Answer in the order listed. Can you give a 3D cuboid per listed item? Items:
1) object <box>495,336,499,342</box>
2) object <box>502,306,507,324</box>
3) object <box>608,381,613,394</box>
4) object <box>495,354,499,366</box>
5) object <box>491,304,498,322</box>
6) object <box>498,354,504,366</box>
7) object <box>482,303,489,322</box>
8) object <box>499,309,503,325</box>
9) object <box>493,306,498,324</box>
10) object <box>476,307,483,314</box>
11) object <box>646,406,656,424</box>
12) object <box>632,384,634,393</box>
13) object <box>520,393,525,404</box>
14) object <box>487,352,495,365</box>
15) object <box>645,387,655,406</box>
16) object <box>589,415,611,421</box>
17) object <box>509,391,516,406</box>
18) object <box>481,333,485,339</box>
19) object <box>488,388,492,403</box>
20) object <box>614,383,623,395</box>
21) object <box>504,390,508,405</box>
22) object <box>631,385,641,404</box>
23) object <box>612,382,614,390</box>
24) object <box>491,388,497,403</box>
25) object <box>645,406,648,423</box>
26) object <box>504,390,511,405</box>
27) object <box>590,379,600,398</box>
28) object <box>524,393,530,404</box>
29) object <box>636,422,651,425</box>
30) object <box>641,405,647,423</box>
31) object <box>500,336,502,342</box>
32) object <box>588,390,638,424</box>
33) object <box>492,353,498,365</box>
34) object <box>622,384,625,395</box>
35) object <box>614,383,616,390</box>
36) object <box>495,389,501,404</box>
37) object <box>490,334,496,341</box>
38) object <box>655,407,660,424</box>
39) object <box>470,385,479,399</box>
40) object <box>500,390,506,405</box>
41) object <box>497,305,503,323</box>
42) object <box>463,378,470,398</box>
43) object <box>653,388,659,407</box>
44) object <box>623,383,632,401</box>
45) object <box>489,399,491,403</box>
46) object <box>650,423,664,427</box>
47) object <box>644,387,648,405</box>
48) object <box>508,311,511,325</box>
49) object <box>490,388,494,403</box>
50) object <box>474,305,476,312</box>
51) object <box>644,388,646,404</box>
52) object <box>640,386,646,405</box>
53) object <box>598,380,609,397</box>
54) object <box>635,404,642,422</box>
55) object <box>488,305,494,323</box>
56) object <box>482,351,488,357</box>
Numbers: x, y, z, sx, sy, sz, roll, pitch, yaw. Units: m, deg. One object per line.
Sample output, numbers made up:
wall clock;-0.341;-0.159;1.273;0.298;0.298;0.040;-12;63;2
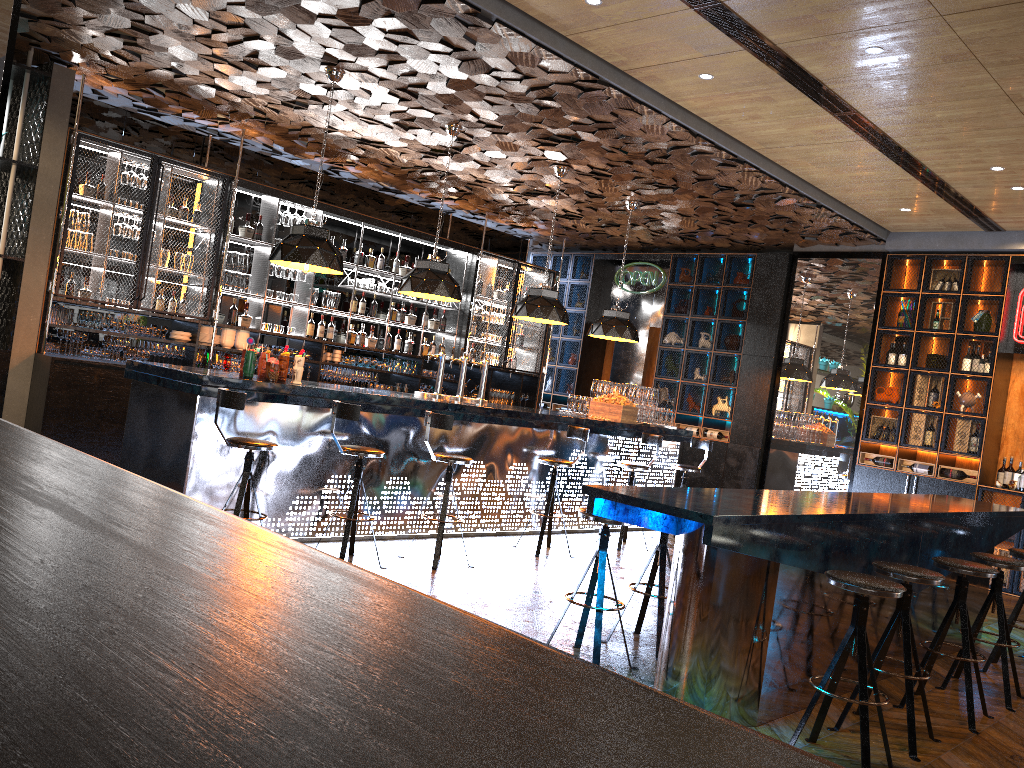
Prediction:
object;-0.224;-0.629;12.455;0.089;0.092;0.089;8;0;28
object;-0.097;-0.949;12.270;0.092;0.244;0.092;8;0;38
object;1.102;0.075;10.141;0.105;0.209;0.105;8;0;-21
object;-0.214;-0.316;12.409;0.105;0.209;0.105;8;0;29
object;-0.240;-0.970;12.119;0.092;0.244;0.092;8;0;38
object;-0.145;-0.306;12.325;0.105;0.209;0.105;8;0;29
object;-0.358;-0.987;12.233;0.092;0.244;0.092;8;0;38
object;-0.145;-0.956;12.459;0.092;0.244;0.092;8;0;38
object;-0.216;-0.967;12.384;0.092;0.244;0.092;8;0;38
object;-0.437;-0.988;11.952;0.089;0.092;0.089;8;0;4
object;1.558;0.352;9.928;0.105;0.209;0.105;8;0;-21
object;1.355;0.112;9.931;0.105;0.209;0.105;8;0;-21
object;0.124;0.238;12.499;0.101;0.227;0.101;8;0;21
object;-0.299;-0.329;12.157;0.105;0.209;0.105;8;0;29
object;1.559;0.142;9.983;0.105;0.209;0.105;8;0;-21
object;0.931;0.359;9.303;0.198;0.045;0.377;8;0;-8
object;0.004;0.217;12.381;0.079;0.231;0.079;8;0;40
object;-0.377;-0.651;12.182;0.089;0.092;0.089;8;0;10
object;-0.321;0.170;12.034;0.079;0.231;0.079;8;0;-11
object;1.230;0.093;10.283;0.105;0.209;0.105;8;0;-21
object;-0.097;0.203;12.403;0.079;0.231;0.079;8;0;23
object;1.372;0.114;9.773;0.105;0.209;0.105;8;0;-21
object;1.140;0.080;10.357;0.105;0.209;0.105;8;0;-21
object;-0.253;0.180;12.109;0.079;0.231;0.079;8;0;40
object;1.484;0.342;10.016;0.105;0.209;0.105;8;0;-21
object;-0.065;0.207;12.306;0.079;0.231;0.079;8;0;-11
object;0.953;0.053;10.146;0.105;0.209;0.105;8;0;-21
object;0.193;0.248;12.630;0.101;0.227;0.101;8;0;21
object;1.300;0.413;9.857;0.437;0.019;0.273;8;0;44
object;1.438;0.335;9.806;0.105;0.209;0.105;8;0;-21
object;-0.126;-0.614;12.297;0.089;0.092;0.089;8;0;28
object;1.123;0.233;9.623;0.340;0.332;0.464;8;0;-43
object;-0.261;-0.323;12.288;0.105;0.209;0.105;8;0;29
object;1.289;0.102;10.352;0.105;0.209;0.105;8;0;-21
object;1.213;0.091;10.442;0.105;0.209;0.105;8;0;-21
object;-0.197;0.188;12.171;0.079;0.231;0.079;8;0;20
object;-0.268;-0.635;12.235;0.089;0.092;0.089;8;0;44
object;1.624;0.362;10.017;0.105;0.209;0.105;8;0;-21
object;-0.498;0.136;11.946;0.158;0.248;0.158;8;0;38
object;-0.130;0.198;12.242;0.079;0.231;0.079;8;0;-20
object;-0.165;-0.959;12.199;0.092;0.244;0.092;8;0;38
object;-0.630;0.083;11.883;0.170;0.313;0.170;8;0;38
object;1.618;0.150;10.052;0.105;0.209;0.105;8;0;-21
object;1.282;0.101;9.846;0.105;0.209;0.105;8;0;-21
object;-0.325;0.169;12.295;0.079;0.231;0.079;8;0;-14
object;1.487;0.440;10.067;0.437;0.019;0.273;8;0;44
object;1.542;0.139;10.142;0.105;0.209;0.105;8;0;-21
object;-0.027;-0.939;12.345;0.092;0.244;0.092;8;0;38
object;-0.262;0.179;12.347;0.079;0.231;0.079;8;0;37
object;-0.518;-1.020;11.881;0.089;0.092;0.089;8;0;-21
object;1.469;0.128;10.057;0.105;0.209;0.105;8;0;-21
object;1.431;0.123;9.842;0.105;0.209;0.105;8;0;-21
object;1.043;0.066;10.072;0.105;0.209;0.105;8;0;-21
object;1.371;0.325;9.717;0.105;0.209;0.105;8;0;-21
object;-0.283;-0.976;12.312;0.092;0.244;0.092;8;0;38
object;-0.386;-0.342;12.232;0.105;0.209;0.105;8;0;29
